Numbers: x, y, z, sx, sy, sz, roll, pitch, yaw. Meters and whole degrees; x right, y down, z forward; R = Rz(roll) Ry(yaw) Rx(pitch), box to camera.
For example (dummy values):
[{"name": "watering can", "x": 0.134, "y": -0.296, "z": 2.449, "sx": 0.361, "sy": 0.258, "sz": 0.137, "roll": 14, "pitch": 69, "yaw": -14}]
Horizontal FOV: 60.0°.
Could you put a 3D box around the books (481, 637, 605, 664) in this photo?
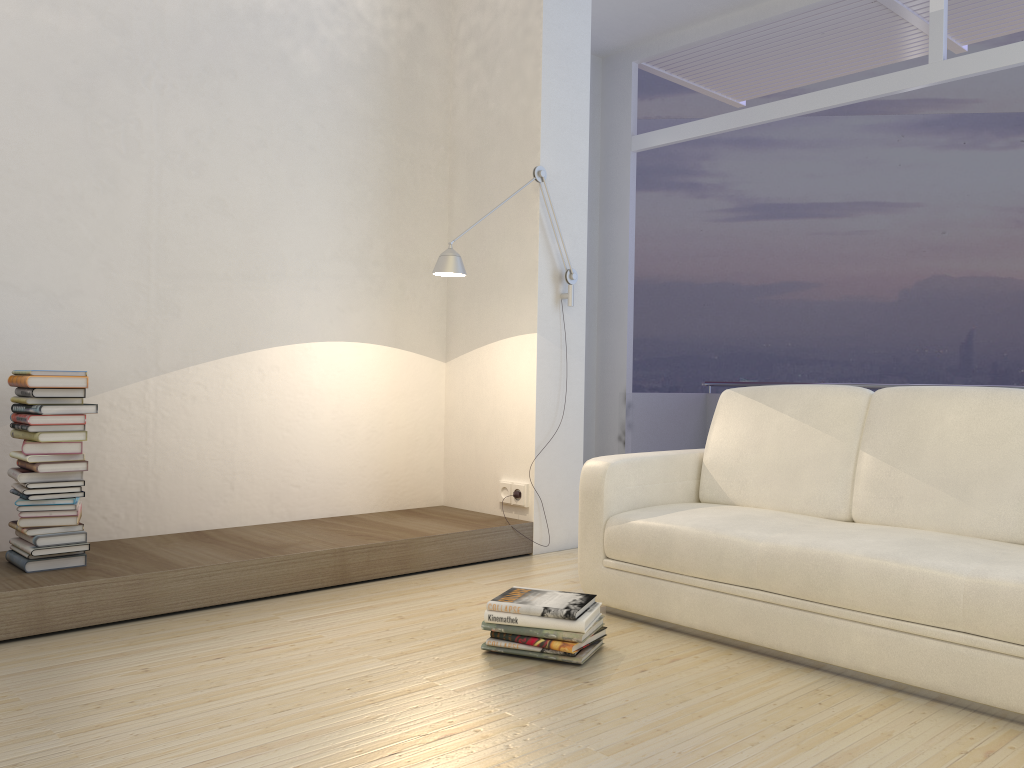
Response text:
[{"name": "books", "x": 0.102, "y": 0.826, "z": 2.816, "sx": 0.328, "sy": 0.018, "sz": 0.247, "roll": 1, "pitch": 0, "yaw": 22}]

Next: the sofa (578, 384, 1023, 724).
[{"name": "sofa", "x": 1.317, "y": 0.435, "z": 2.872, "sx": 0.941, "sy": 0.862, "sz": 2.166, "roll": 1, "pitch": 0, "yaw": -43}]

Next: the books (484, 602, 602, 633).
[{"name": "books", "x": 0.103, "y": 0.726, "z": 2.816, "sx": 0.319, "sy": 0.038, "sz": 0.247, "roll": 1, "pitch": 0, "yaw": 18}]

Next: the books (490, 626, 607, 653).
[{"name": "books", "x": 0.119, "y": 0.787, "z": 2.806, "sx": 0.287, "sy": 0.025, "sz": 0.247, "roll": 1, "pitch": 0, "yaw": 32}]

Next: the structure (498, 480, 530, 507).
[{"name": "structure", "x": 0.005, "y": 0.546, "z": 4.425, "sx": 0.028, "sy": 0.114, "sz": 0.206, "roll": 1, "pitch": 0, "yaw": -43}]

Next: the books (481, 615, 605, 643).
[{"name": "books", "x": 0.103, "y": 0.759, "z": 2.816, "sx": 0.328, "sy": 0.027, "sz": 0.247, "roll": 1, "pitch": 0, "yaw": 22}]

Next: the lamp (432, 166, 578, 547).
[{"name": "lamp", "x": -0.048, "y": -0.127, "z": 4.168, "sx": 0.204, "sy": 1.841, "sz": 0.891, "roll": 1, "pitch": 0, "yaw": 43}]

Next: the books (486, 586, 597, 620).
[{"name": "books", "x": 0.098, "y": 0.695, "z": 2.818, "sx": 0.287, "sy": 0.025, "sz": 0.247, "roll": 1, "pitch": 0, "yaw": 21}]

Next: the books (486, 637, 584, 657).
[{"name": "books", "x": 0.096, "y": 0.808, "z": 2.819, "sx": 0.287, "sy": 0.018, "sz": 0.247, "roll": 1, "pitch": 0, "yaw": 21}]

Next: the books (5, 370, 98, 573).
[{"name": "books", "x": -1.657, "y": 0.299, "z": 3.199, "sx": 0.270, "sy": 0.694, "sz": 0.329, "roll": 1, "pitch": 0, "yaw": -43}]
